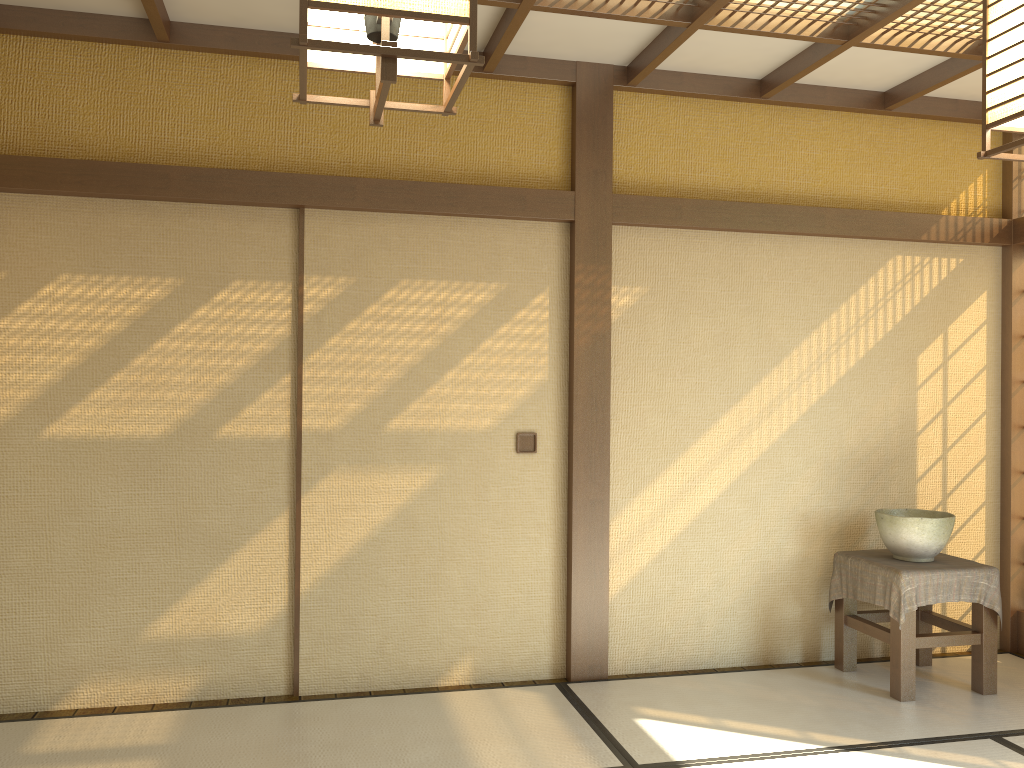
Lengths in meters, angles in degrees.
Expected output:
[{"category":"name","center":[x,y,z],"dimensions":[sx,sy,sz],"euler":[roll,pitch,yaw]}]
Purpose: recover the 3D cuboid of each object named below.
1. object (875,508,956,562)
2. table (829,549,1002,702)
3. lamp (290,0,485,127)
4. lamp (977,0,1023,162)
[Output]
[{"category":"object","center":[1.958,0.740,4.320],"dimensions":[0.357,0.230,0.358],"euler":[1,-1,-44]},{"category":"table","center":[1.950,1.148,4.329],"dimensions":[0.629,0.595,0.633],"euler":[1,0,-14]},{"category":"lamp","center":[-0.171,-0.944,1.213],"dimensions":[0.240,1.129,0.240],"euler":[1,0,-13]},{"category":"lamp","center":[0.962,-0.930,1.480],"dimensions":[0.240,1.129,0.240],"euler":[1,0,-13]}]
